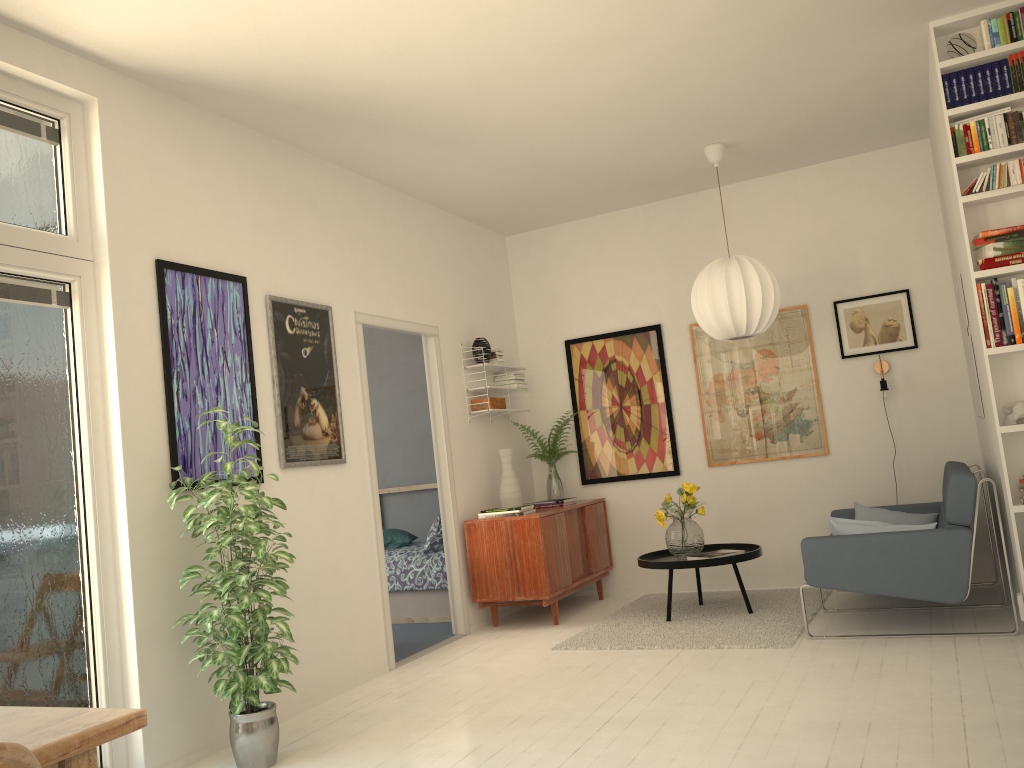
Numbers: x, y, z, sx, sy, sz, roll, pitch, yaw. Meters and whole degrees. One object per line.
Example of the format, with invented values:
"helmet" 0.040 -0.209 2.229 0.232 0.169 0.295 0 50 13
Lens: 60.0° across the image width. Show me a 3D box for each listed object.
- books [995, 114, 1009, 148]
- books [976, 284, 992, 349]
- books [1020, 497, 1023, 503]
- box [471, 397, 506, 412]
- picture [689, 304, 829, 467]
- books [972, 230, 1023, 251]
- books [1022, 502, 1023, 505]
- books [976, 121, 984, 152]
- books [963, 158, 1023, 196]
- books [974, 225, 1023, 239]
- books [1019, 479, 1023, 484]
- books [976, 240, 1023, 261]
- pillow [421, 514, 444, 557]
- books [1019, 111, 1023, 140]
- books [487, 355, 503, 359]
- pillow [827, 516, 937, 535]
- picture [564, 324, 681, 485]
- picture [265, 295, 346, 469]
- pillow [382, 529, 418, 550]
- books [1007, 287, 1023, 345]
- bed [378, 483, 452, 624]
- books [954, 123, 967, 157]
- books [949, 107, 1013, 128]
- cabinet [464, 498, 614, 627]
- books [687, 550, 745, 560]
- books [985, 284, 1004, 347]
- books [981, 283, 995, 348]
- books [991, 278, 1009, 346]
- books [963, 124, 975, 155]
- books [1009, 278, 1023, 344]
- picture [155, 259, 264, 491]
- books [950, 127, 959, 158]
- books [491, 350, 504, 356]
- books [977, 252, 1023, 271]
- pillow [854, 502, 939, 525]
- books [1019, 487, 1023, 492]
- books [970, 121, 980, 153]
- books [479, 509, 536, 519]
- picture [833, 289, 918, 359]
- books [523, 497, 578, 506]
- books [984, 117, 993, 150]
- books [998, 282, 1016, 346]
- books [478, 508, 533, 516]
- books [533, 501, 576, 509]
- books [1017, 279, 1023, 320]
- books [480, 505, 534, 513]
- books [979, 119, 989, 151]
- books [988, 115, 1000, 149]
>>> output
"books" 2.277 -1.148 4.137 0.035 0.158 0.199 -9 -6 25
"books" 2.202 -0.306 4.149 0.021 0.302 0.222 -9 -6 25
"books" 2.420 0.508 3.974 0.246 0.014 0.173 -9 -6 24
"box" -0.166 0.148 6.311 0.152 0.084 0.265 -9 -6 25
"picture" 1.743 0.024 6.319 0.837 1.053 0.012 -9 -6 25
"books" 2.313 -0.668 4.118 0.314 0.035 0.205 -9 -6 25
"books" 2.428 0.519 3.973 0.247 0.009 0.170 -9 -6 28
"books" 2.199 -1.134 4.180 0.013 0.149 0.208 -9 -6 25
"books" 2.425 -0.963 4.067 0.664 0.110 0.278 -9 -6 25
"books" 2.299 -0.696 4.117 0.266 0.026 0.203 -8 -5 14
"books" 2.411 0.428 3.995 0.221 0.010 0.169 -9 -6 28
"books" 2.312 -0.618 4.103 0.268 0.064 0.128 -6 -5 -5
"pillow" -0.509 1.086 6.608 0.237 0.338 0.437 -9 -6 23
"books" 2.352 -1.162 4.097 0.016 0.159 0.146 -9 -6 25
"books" -0.163 -0.183 6.422 0.155 0.024 0.136 -8 -5 17
"pillow" 1.868 0.816 4.473 0.533 0.354 0.141 -9 -6 24
"picture" 0.827 0.166 6.742 0.778 1.134 0.018 -9 -6 25
"picture" -1.063 -0.007 4.620 0.020 0.869 0.525 -9 -6 25
"pillow" -0.951 1.213 6.948 0.378 0.153 0.415 -7 -5 1
"books" 2.304 -0.302 4.077 0.024 0.260 0.199 -9 -6 25
"bed" -0.881 1.307 6.966 1.655 0.974 0.933 -9 -6 25
"books" 2.124 -1.127 4.201 0.034 0.162 0.197 -9 -6 25
"books" 2.215 -1.231 4.175 0.255 0.022 0.189 -10 -6 35
"cabinet" 0.236 1.244 6.258 0.546 0.728 1.262 -9 -6 25
"books" 1.238 1.043 5.382 0.289 0.031 0.200 -3 -6 -31
"books" 2.235 -0.308 4.119 0.032 0.291 0.203 -9 -6 25
"books" 2.216 -0.309 4.136 0.015 0.301 0.207 -9 -6 25
"books" 2.257 -0.324 4.109 0.021 0.317 0.179 -9 -6 25
"books" 2.154 -1.127 4.190 0.030 0.149 0.202 -9 -6 25
"books" 2.329 -0.325 4.085 0.020 0.304 0.193 -9 -6 25
"picture" -1.354 -0.032 4.004 0.018 1.000 0.545 -9 -6 25
"books" 2.110 -1.121 4.234 0.018 0.156 0.205 -9 -6 25
"books" -0.158 -0.215 6.415 0.178 0.036 0.145 -8 -5 18
"books" 2.316 -0.560 4.088 0.300 0.056 0.202 -9 -6 25
"pillow" 2.417 0.868 5.624 0.539 0.277 0.157 -9 -6 26
"books" 2.414 0.463 3.976 0.237 0.012 0.120 -8 -5 20
"books" 2.176 -1.133 4.174 0.023 0.152 0.199 -9 -6 25
"books" -0.029 0.861 5.878 0.320 0.020 0.237 -8 -5 21
"picture" 2.455 -0.402 6.001 0.481 0.402 0.015 -9 -6 25
"books" 0.260 0.857 6.431 0.368 0.020 0.255 -9 -6 27
"books" 2.226 -1.141 4.150 0.012 0.155 0.208 -9 -6 25
"books" 2.281 -0.314 4.096 0.030 0.289 0.200 -9 -6 25
"books" -0.039 0.846 5.883 0.296 0.015 0.240 -9 -6 24
"books" 0.248 0.879 6.429 0.371 0.022 0.259 -9 -6 25
"books" 2.347 -0.325 4.061 0.032 0.291 0.189 -9 -6 25
"books" -0.031 0.830 5.880 0.310 0.015 0.192 -9 -6 28
"books" 2.216 -1.140 4.173 0.024 0.155 0.188 -9 -6 25
"books" 2.252 -1.145 4.157 0.028 0.160 0.222 -9 -6 25
